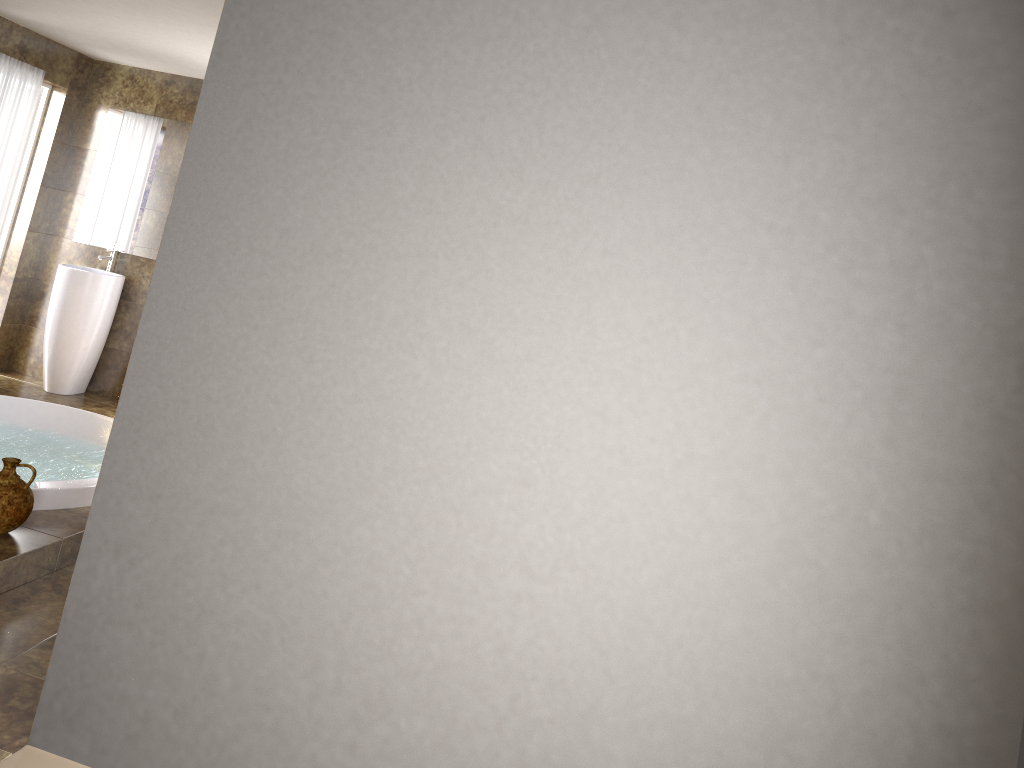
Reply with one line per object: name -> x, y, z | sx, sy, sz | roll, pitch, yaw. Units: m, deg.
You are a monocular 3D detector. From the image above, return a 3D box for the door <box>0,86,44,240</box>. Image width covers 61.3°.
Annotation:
door -> -4.329, -1.318, 6.573 | 0.962, 2.247, 0.039 | 12, -6, 1

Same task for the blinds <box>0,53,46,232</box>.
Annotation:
blinds -> -3.714, -1.170, 5.982 | 0.068, 2.297, 0.586 | 11, -6, 8

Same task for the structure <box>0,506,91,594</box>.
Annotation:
structure -> -2.604, 0.380, 4.170 | 2.021, 0.125, 1.985 | 13, 6, 10

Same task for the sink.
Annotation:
sink -> -3.178, -0.501, 6.350 | 0.463, 1.146, 0.426 | 11, -5, 12

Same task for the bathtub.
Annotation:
bathtub -> -2.604, 0.371, 4.170 | 1.791, 0.526, 1.707 | 17, 7, 40

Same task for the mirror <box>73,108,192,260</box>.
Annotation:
mirror -> -2.920, -1.556, 6.689 | 0.774, 1.101, 0.008 | 12, -6, 11

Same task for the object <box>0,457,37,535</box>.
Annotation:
object -> -1.931, 0.422, 3.273 | 0.226, 0.277, 0.231 | 13, -1, -19
